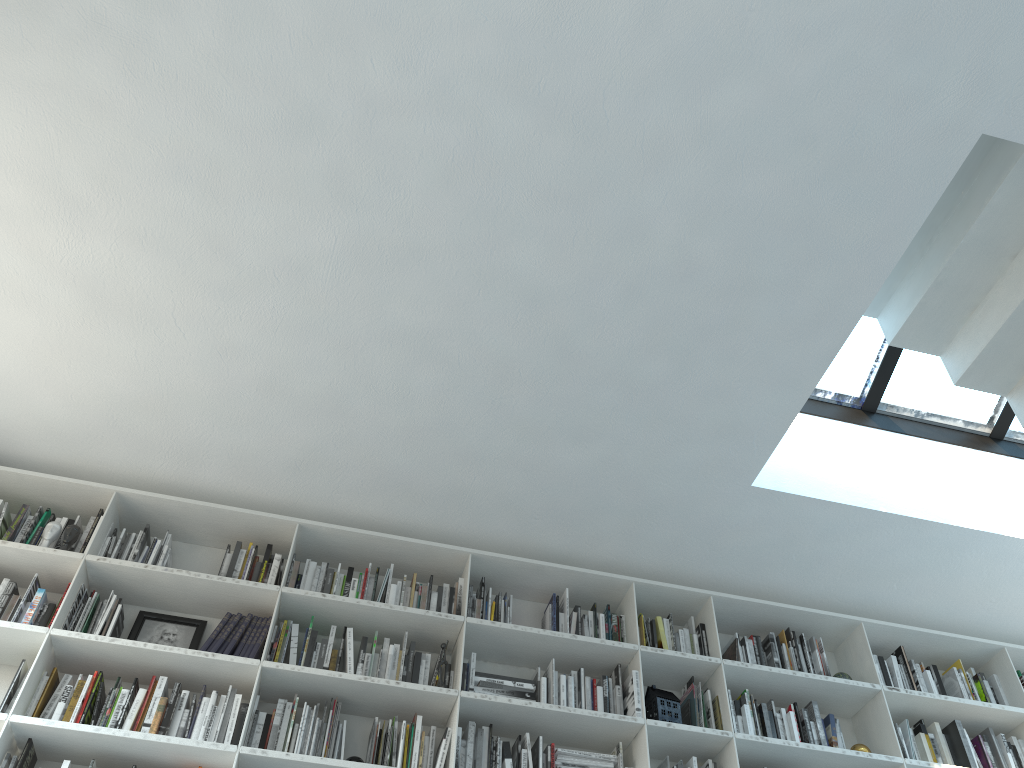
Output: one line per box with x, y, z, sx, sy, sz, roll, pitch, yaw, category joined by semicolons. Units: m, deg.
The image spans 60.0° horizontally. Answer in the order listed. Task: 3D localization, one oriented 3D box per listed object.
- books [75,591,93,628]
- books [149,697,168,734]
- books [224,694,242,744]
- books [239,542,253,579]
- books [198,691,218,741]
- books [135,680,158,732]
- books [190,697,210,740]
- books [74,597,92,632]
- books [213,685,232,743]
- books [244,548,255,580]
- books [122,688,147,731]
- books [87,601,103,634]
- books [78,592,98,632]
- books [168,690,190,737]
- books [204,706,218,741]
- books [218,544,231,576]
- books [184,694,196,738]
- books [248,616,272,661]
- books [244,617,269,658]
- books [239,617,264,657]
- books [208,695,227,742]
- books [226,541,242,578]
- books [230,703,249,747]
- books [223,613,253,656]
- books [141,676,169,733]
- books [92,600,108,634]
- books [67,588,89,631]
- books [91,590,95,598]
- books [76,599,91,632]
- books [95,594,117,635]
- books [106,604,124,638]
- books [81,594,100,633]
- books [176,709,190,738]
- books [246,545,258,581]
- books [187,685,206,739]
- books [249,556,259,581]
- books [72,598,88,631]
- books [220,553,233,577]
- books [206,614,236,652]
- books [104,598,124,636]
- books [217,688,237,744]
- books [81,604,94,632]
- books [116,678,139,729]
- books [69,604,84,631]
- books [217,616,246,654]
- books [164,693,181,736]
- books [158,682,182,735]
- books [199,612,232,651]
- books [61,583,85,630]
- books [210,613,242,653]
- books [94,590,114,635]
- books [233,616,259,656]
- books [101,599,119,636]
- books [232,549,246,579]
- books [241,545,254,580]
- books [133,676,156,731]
-1.851;1.048;3.810;0.005;0.276;0.147;11;-48;-8;books
-1.424;1.393;3.559;0.029;0.194;0.193;11;-48;-8;books
-1.151;1.436;3.634;0.035;0.262;0.178;11;-48;-8;books
-1.274;0.918;4.192;0.014;0.319;0.137;11;-48;-8;books
-1.247;1.415;3.618;0.022;0.261;0.175;11;-48;-8;books
-1.480;1.363;3.585;0.023;0.269;0.188;11;-48;-8;books
-1.273;1.421;3.602;0.030;0.229;0.173;11;-48;-8;books
-1.836;1.058;3.785;0.009;0.227;0.185;11;-48;-8;books
-1.192;1.412;3.631;0.012;0.289;0.183;11;-48;-8;books
-1.244;0.923;4.157;0.010;0.262;0.157;11;-48;-8;books
-1.531;1.376;3.576;0.047;0.237;0.163;11;-48;-8;books
-1.785;1.069;3.787;0.018;0.217;0.187;11;-48;-8;books
-1.824;1.052;3.801;0.009;0.258;0.185;11;-48;-8;books
-1.366;1.406;3.613;0.029;0.259;0.158;11;-48;-8;books
-1.234;1.447;3.608;0.013;0.205;0.173;11;-48;-8;books
-1.363;0.908;4.158;0.013;0.276;0.151;11;-48;-8;books
-1.321;1.418;3.622;0.035;0.259;0.132;11;-48;-8;books
-1.126;1.192;3.919;0.078;0.284;0.175;11;-48;-8;books
-1.151;1.198;3.925;0.078;0.284;0.175;11;-48;-8;books
-1.175;1.197;3.924;0.078;0.284;0.175;11;-48;-8;books
-1.217;1.437;3.638;0.024;0.264;0.156;11;-48;-8;books
-1.314;0.904;4.153;0.024;0.278;0.189;11;-48;-8;books
-1.110;1.446;3.600;0.039;0.201;0.237;11;-48;-8;books
-1.223;1.170;3.898;0.097;0.281;0.175;11;-48;-8;books
-1.452;1.360;3.591;0.030;0.284;0.186;11;-48;-8;books
-1.776;1.070;3.805;0.019;0.242;0.154;11;-48;-8;books
-1.875;1.038;3.807;0.006;0.285;0.149;11;-48;-8;books
-1.846;1.047;3.817;0.006;0.287;0.145;11;-48;-8;books
-1.828;1.057;3.774;0.004;0.213;0.187;11;-48;-8;books
-1.748;1.063;3.806;0.023;0.256;0.184;11;-48;-8;books
-1.709;1.085;3.796;0.012;0.212;0.186;11;-48;-8;books
-1.805;1.052;3.790;0.004;0.244;0.190;11;-48;-8;books
-1.342;1.435;3.588;0.022;0.185;0.137;11;-48;-8;books
-1.234;0.922;4.163;0.011;0.272;0.184;11;-48;-8;books
-1.294;1.403;3.621;0.012;0.279;0.189;11;-48;-8;books
-1.230;0.952;4.176;0.013;0.253;0.130;11;-48;-8;books
-1.857;1.061;3.796;0.005;0.236;0.155;11;-48;-8;books
-1.342;0.923;4.130;0.028;0.217;0.154;11;-48;-8;books
-1.301;1.171;3.899;0.110;0.278;0.175;11;-48;-8;books
-1.722;1.075;3.814;0.012;0.253;0.167;11;-48;-8;books
-1.179;1.424;3.641;0.022;0.287;0.170;11;-48;-8;books
-1.817;1.064;3.805;0.010;0.248;0.167;11;-48;-8;books
-1.559;1.355;3.582;0.014;0.271;0.181;11;-48;-8;books
-1.867;1.070;3.782;0.015;0.205;0.173;11;-48;-8;books
-1.257;1.180;3.905;0.110;0.278;0.175;11;-48;-8;books
-1.383;1.402;3.590;0.013;0.231;0.172;11;-48;-8;books
-1.403;1.388;3.615;0.025;0.284;0.162;11;-48;-8;books
-1.321;1.160;3.889;0.110;0.278;0.175;11;-48;-8;books
-1.886;1.025;3.801;0.005;0.291;0.185;11;-48;-8;books
-1.275;1.163;3.890;0.110;0.278;0.175;11;-48;-8;books
-1.763;1.059;3.819;0.005;0.279;0.192;11;-48;-8;books
-1.195;1.189;3.918;0.078;0.284;0.175;11;-48;-8;books
-1.734;1.075;3.812;0.011;0.248;0.169;11;-48;-8;books
-1.289;0.919;4.145;0.028;0.247;0.156;11;-48;-8;books
-1.258;0.923;4.170;0.013;0.281;0.167;11;-48;-8;books
-1.501;1.362;3.607;0.014;0.302;0.152;11;-48;-8;books
